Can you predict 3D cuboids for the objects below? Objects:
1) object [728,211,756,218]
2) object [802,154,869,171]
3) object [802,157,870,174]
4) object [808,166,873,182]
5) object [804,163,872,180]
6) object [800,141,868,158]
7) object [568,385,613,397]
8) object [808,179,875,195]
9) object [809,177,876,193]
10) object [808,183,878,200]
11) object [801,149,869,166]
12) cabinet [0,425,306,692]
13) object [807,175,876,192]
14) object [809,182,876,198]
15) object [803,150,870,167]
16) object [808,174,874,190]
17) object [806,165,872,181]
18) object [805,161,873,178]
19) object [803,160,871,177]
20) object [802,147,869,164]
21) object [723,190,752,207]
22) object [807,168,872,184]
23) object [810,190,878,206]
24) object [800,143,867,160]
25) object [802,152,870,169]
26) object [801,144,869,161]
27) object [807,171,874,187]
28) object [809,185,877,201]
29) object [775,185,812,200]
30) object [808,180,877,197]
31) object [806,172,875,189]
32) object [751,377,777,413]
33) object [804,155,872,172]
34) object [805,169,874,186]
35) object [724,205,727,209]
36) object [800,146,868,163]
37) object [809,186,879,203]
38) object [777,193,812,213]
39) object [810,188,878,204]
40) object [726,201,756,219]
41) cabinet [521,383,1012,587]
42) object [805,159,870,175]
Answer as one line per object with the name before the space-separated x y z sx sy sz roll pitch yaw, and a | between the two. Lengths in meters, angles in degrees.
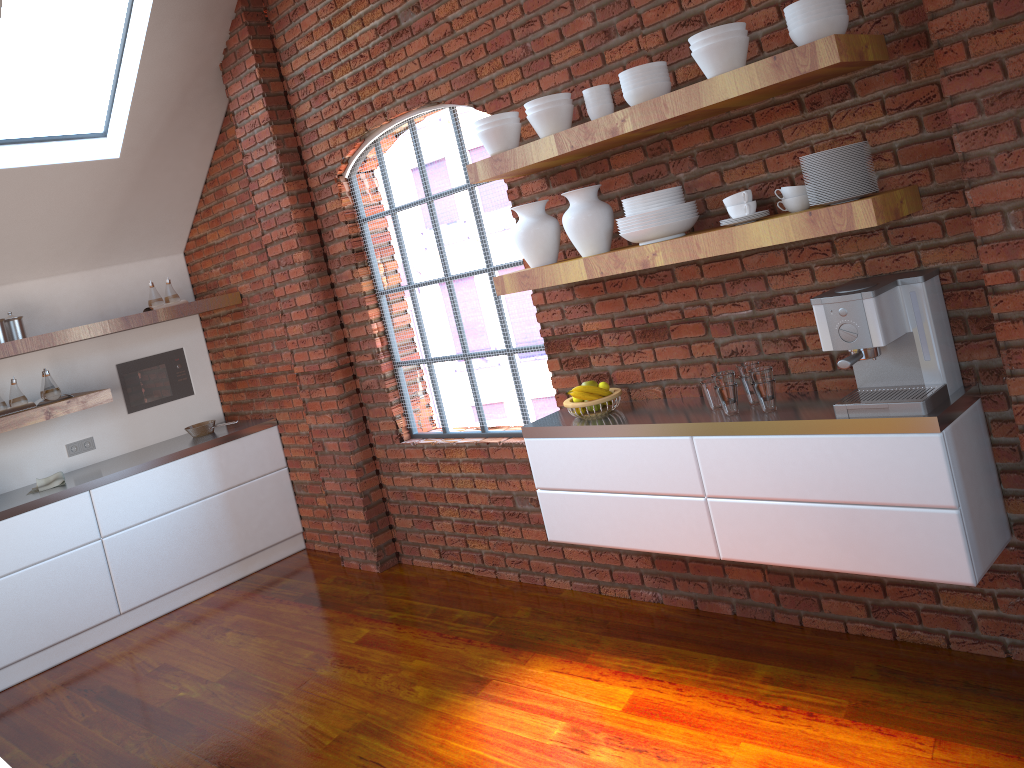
object | 0.775 -0.567 2.953 0.091 0.046 0.101 -10 8 26
object | 0.950 -0.643 2.575 0.197 0.014 0.194 -18 9 -26
object | 0.952 -0.634 2.575 0.197 0.014 0.194 -18 9 -26
object | 0.958 -0.607 2.576 0.197 0.014 0.194 -18 9 -26
object | 0.956 -0.616 2.576 0.197 0.014 0.194 -18 9 -26
object | 0.941 -0.679 2.574 0.197 0.014 0.194 -18 9 -26
object | 0.312 0.036 3.406 0.184 0.084 0.066 -14 4 -6
object | 0.967 -0.571 2.577 0.197 0.014 0.194 -18 9 -26
object | 0.966 -0.576 2.577 0.197 0.014 0.194 -18 9 -26
object | 0.970 -0.557 2.578 0.197 0.014 0.194 -18 9 -26
object | 0.946 -0.657 2.575 0.197 0.014 0.194 -18 9 -26
cabinet | -2.337 0.948 5.209 0.704 0.813 2.021 -9 9 46
object | 0.965 -0.581 2.577 0.197 0.014 0.194 -18 9 -26
object | 0.969 -0.562 2.577 0.197 0.014 0.194 -18 9 -26
object | 0.947 -0.652 2.575 0.197 0.014 0.194 -18 9 -26
object | 0.963 -0.585 2.577 0.197 0.014 0.194 -18 9 -26
object | 0.957 -0.611 2.576 0.197 0.014 0.194 -18 9 -26
object | 0.955 -0.620 2.576 0.197 0.014 0.194 -18 9 -26
object | 0.954 -0.625 2.576 0.197 0.014 0.194 -18 9 -26
object | 0.945 -0.661 2.575 0.197 0.014 0.194 -18 9 -26
object | 0.713 -0.575 2.775 0.091 0.058 0.102 -10 8 30
object | 0.959 -0.603 2.576 0.197 0.014 0.194 -18 9 -26
object | 0.974 -0.540 2.578 0.197 0.014 0.194 -18 9 -26
object | 0.942 -0.674 2.574 0.197 0.014 0.194 -18 9 -26
object | 0.949 -0.648 2.575 0.197 0.014 0.194 -18 9 -26
object | 0.943 -0.670 2.574 0.197 0.014 0.194 -18 9 -26
object | 0.961 -0.594 2.577 0.197 0.014 0.194 -18 9 -26
object | 0.971 -0.553 2.578 0.197 0.014 0.194 -18 9 -26
object | 0.888 -0.594 2.743 0.093 0.058 0.100 -16 7 -20
object | 0.968 -0.566 2.577 0.197 0.014 0.194 -18 9 -26
object | 0.962 -0.590 2.577 0.197 0.014 0.194 -18 9 -26
object | 0.823 0.039 2.846 0.079 0.103 0.077 -16 5 -31
object | 0.951 -0.638 2.575 0.197 0.014 0.194 -18 9 -26
object | 0.960 -0.598 2.576 0.197 0.014 0.194 -18 9 -26
object | 0.762 -0.596 2.953 0.091 0.058 0.101 -12 7 15
object | 0.944 -0.665 2.575 0.197 0.014 0.194 -18 9 -26
object | 0.972 -0.549 2.578 0.197 0.014 0.194 -18 9 -26
object | 0.890 -0.561 2.741 0.092 0.046 0.099 -14 7 -9
object | 0.973 -0.544 2.578 0.197 0.014 0.194 -18 9 -26
object | 0.726 -0.544 2.773 0.091 0.046 0.101 -7 9 41
cabinet | 0.761 0.316 3.071 0.343 0.472 1.607 -17 8 -43
object | 0.953 -0.629 2.576 0.197 0.014 0.194 -18 9 -26
